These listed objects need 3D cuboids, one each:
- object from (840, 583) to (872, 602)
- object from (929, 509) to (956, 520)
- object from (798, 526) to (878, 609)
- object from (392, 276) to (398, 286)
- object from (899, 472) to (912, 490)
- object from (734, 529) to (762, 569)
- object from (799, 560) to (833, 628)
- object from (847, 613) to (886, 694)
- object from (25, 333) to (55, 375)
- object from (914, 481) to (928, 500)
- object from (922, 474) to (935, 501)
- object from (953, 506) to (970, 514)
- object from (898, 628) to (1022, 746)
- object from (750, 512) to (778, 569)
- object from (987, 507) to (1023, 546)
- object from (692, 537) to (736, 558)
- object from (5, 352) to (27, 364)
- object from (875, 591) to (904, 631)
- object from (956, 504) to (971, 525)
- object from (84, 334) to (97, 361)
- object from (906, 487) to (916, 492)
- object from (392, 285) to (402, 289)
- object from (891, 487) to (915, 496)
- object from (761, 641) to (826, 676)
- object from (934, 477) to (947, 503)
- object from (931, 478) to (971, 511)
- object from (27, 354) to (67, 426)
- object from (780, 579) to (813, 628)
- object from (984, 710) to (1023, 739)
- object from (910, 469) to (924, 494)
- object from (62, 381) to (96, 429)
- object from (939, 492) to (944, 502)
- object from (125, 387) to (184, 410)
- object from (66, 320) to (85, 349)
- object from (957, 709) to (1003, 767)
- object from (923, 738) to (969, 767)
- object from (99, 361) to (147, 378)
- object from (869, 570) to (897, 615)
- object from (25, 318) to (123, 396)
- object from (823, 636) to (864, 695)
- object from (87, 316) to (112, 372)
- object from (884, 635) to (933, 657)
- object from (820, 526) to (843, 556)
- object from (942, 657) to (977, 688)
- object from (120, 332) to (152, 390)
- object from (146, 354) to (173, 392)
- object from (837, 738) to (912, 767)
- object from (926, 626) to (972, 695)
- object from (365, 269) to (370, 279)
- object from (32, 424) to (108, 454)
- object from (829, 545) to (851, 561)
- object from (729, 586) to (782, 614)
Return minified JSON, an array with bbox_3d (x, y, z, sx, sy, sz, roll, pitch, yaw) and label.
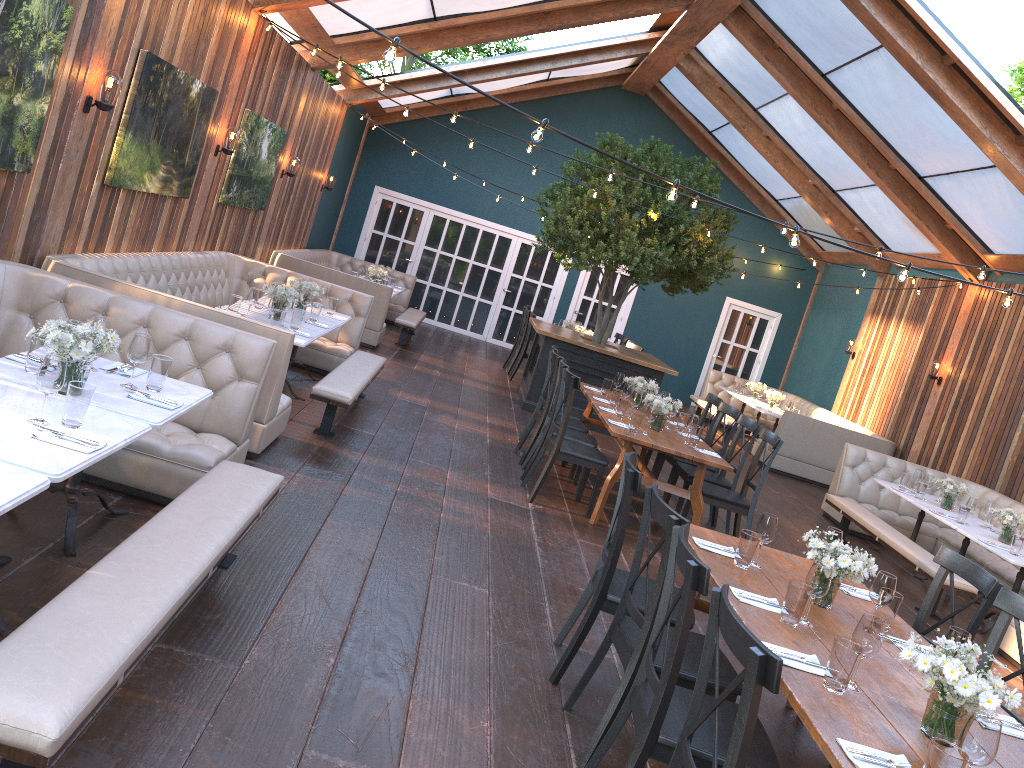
[{"bbox_3d":[1.596,0.959,4.106,0.255,0.019,0.159,17,8,-3],"label":"object"},{"bbox_3d":[3.901,1.180,7.961,0.255,0.019,0.159,17,8,-3],"label":"object"},{"bbox_3d":[1.356,0.786,3.731,0.332,0.308,0.335,21,7,31],"label":"object"},{"bbox_3d":[-1.933,-1.697,14.559,0.091,0.157,0.093,16,6,-17],"label":"object"},{"bbox_3d":[3.979,0.984,8.965,0.091,0.157,0.093,16,6,-17],"label":"object"},{"bbox_3d":[1.041,0.737,3.933,0.093,0.157,0.091,22,7,42],"label":"object"},{"bbox_3d":[1.165,0.809,3.415,0.093,0.243,0.091,21,6,38],"label":"object"},{"bbox_3d":[1.145,0.877,2.891,0.093,0.243,0.091,21,6,38],"label":"object"},{"bbox_3d":[-1.988,-0.124,3.713,0.091,0.157,0.093,16,6,-17],"label":"object"},{"bbox_3d":[3.957,1.035,8.570,0.091,0.157,0.093,16,6,-17],"label":"object"},{"bbox_3d":[4.052,1.010,8.637,0.091,0.243,0.093,13,7,-46],"label":"object"},{"bbox_3d":[4.371,1.217,8.719,0.255,0.019,0.159,17,8,-3],"label":"object"},{"bbox_3d":[1.340,0.935,2.681,0.326,0.308,0.341,13,8,-37],"label":"object"},{"bbox_3d":[1.135,0.709,4.016,0.091,0.243,0.093,13,7,-46],"label":"object"},{"bbox_3d":[4.210,1.194,7.487,0.338,0.308,0.329,19,6,13],"label":"object"},{"bbox_3d":[0.969,0.762,4.104,0.255,0.019,0.159,17,8,-3],"label":"object"},{"bbox_3d":[-2.060,-0.097,3.874,0.255,0.019,0.159,17,8,-3],"label":"object"},{"bbox_3d":[1.551,0.936,3.667,0.092,0.157,0.091,20,6,23],"label":"object"},{"bbox_3d":[3.973,1.153,7.800,0.091,0.157,0.093,16,6,-17],"label":"object"},{"bbox_3d":[-1.966,-0.175,4.108,0.091,0.157,0.093,16,6,-17],"label":"object"},{"bbox_3d":[4.109,1.089,9.028,0.157,0.019,0.257,17,8,-4],"label":"object"},{"bbox_3d":[-1.904,-1.588,14.379,0.255,0.019,0.159,17,8,-3],"label":"object"},{"bbox_3d":[3.885,1.062,8.731,0.255,0.019,0.159,17,8,-3],"label":"object"},{"bbox_3d":[0.977,0.929,2.985,0.255,0.019,0.159,17,8,-3],"label":"object"},{"bbox_3d":[4.272,1.056,8.797,0.091,0.243,0.093,13,7,-46],"label":"object"},{"bbox_3d":[4.180,1.045,8.443,0.337,0.308,0.330,18,6,8],"label":"object"},{"bbox_3d":[-1.649,0.022,3.142,0.093,0.243,0.091,21,6,38],"label":"object"},{"bbox_3d":[1.070,0.834,3.348,0.092,0.157,0.091,20,6,23],"label":"object"},{"bbox_3d":[1.627,1.133,2.988,0.255,0.019,0.159,17,8,-3],"label":"object"},{"bbox_3d":[4.057,0.976,8.878,0.091,0.243,0.093,13,7,-46],"label":"object"},{"bbox_3d":[-1.580,0.078,3.215,0.091,0.157,0.093,16,6,-17],"label":"object"},{"bbox_3d":[4.341,1.112,8.870,0.091,0.157,0.093,16,6,-17],"label":"object"},{"bbox_3d":[-1.574,0.058,3.862,0.255,0.019,0.159,17,8,-3],"label":"object"},{"bbox_3d":[-1.893,-0.149,3.780,0.091,0.243,0.093,13,7,-46],"label":"object"},{"bbox_3d":[1.202,0.980,2.312,0.093,0.243,0.091,21,6,38],"label":"object"},{"bbox_3d":[1.086,0.998,2.248,0.092,0.157,0.091,20,6,23],"label":"object"},{"bbox_3d":[-1.836,-0.070,4.171,0.157,0.019,0.257,17,8,-4],"label":"object"},{"bbox_3d":[1.481,0.883,3.576,0.093,0.243,0.091,21,6,38],"label":"object"},{"bbox_3d":[-1.773,-0.116,3.583,0.331,0.308,0.336,20,7,18],"label":"object"},{"bbox_3d":[1.050,0.902,2.824,0.092,0.157,0.091,20,6,23],"label":"object"},{"bbox_3d":[-1.888,-0.183,4.021,0.091,0.243,0.093,13,7,-46],"label":"object"},{"bbox_3d":[1.595,1.046,3.512,0.255,0.019,0.159,17,8,-3],"label":"object"},{"bbox_3d":[1.484,0.797,4.164,0.091,0.243,0.093,13,7,-46],"label":"object"},{"bbox_3d":[1.581,1.021,3.153,0.092,0.157,0.091,20,6,23],"label":"object"},{"bbox_3d":[-1.674,-0.103,3.939,0.091,0.243,0.093,13,7,-46],"label":"object"},{"bbox_3d":[-1.605,-0.047,4.012,0.091,0.157,0.093,16,6,-17],"label":"object"},{"bbox_3d":[1.024,1.030,2.401,0.255,0.019,0.159,17,8,-3],"label":"object"},{"bbox_3d":[1.514,0.968,3.065,0.093,0.243,0.091,21,6,38],"label":"object"},{"bbox_3d":[-2.312,-1.771,14.249,0.091,0.157,0.093,16,6,-17],"label":"object"},{"bbox_3d":[-1.550,0.183,3.065,0.255,0.019,0.159,17,8,-3],"label":"object"},{"bbox_3d":[1.565,0.854,4.256,0.093,0.157,0.091,21,6,32],"label":"object"},{"bbox_3d":[0.997,0.861,3.509,0.255,0.019,0.159,17,8,-3],"label":"object"}]
